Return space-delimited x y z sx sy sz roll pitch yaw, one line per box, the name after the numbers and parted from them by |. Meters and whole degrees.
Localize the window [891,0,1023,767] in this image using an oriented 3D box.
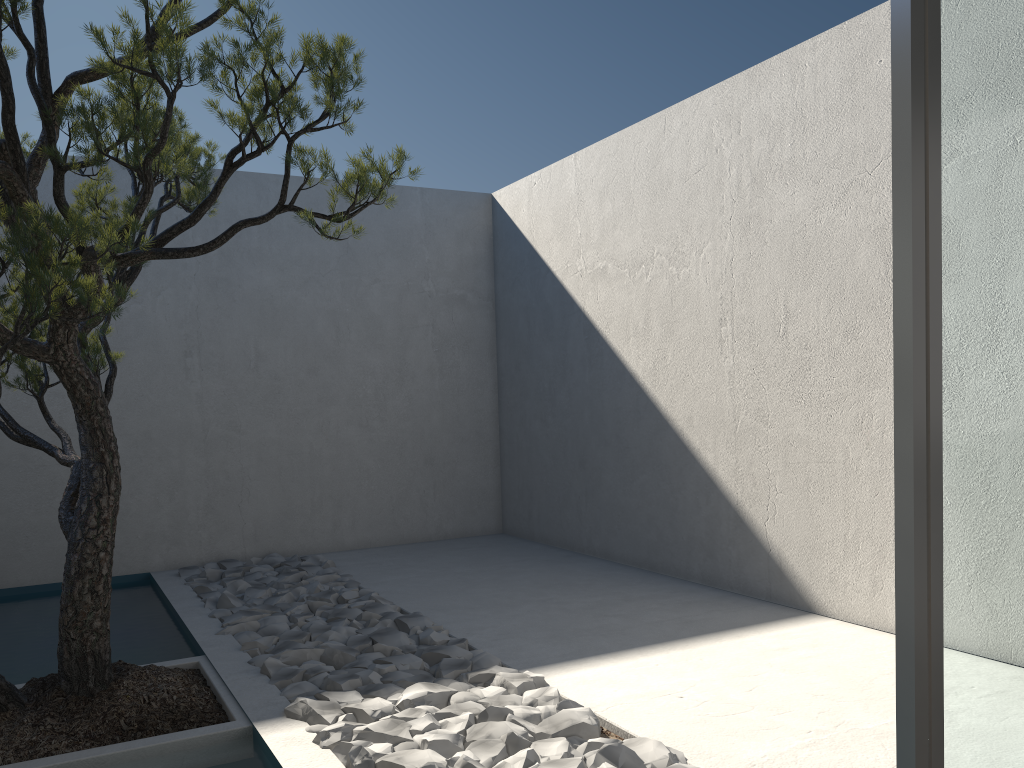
1.189 -0.417 1.254 1.882 3.012 0.021 -3 3 -28 | window

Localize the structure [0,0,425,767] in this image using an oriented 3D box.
-1.787 -0.279 2.849 2.582 3.480 2.518 -3 2 -35 | structure
